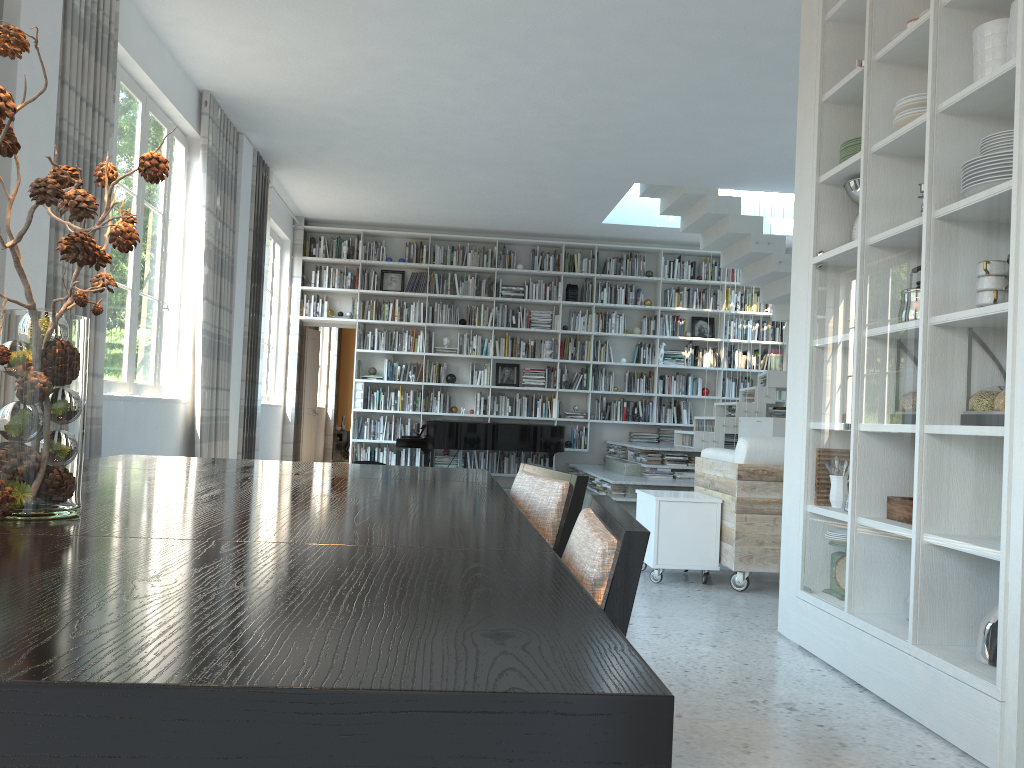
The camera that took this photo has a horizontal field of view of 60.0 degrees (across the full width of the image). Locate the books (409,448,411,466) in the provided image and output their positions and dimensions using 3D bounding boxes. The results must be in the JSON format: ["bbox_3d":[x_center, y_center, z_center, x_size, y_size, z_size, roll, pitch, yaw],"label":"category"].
[{"bbox_3d":[-1.274,0.917,11.116,0.012,0.303,0.165,3,-2,-4],"label":"books"}]

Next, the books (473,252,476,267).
[{"bbox_3d":[-0.474,-1.558,11.258,0.029,0.213,0.141,3,-2,-4],"label":"books"}]

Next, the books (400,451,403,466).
[{"bbox_3d":[-1.381,0.952,11.119,0.022,0.224,0.141,3,-2,-4],"label":"books"}]

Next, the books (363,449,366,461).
[{"bbox_3d":[-1.841,0.928,11.079,0.022,0.226,0.154,3,-2,-4],"label":"books"}]

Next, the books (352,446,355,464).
[{"bbox_3d":[-1.982,0.908,11.081,0.012,0.254,0.161,3,-2,-4],"label":"books"}]

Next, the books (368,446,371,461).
[{"bbox_3d":[-1.783,0.911,11.078,0.023,0.266,0.177,3,-2,-4],"label":"books"}]

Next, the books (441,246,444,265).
[{"bbox_3d":[-0.883,-1.598,11.211,0.023,0.251,0.170,3,-2,-4],"label":"books"}]

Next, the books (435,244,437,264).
[{"bbox_3d":[-0.961,-1.614,11.225,0.021,0.279,0.141,3,-2,-4],"label":"books"}]

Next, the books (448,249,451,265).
[{"bbox_3d":[-0.796,-1.584,11.242,0.025,0.234,0.129,3,-2,-4],"label":"books"}]

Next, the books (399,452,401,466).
[{"bbox_3d":[-1.405,0.957,11.129,0.024,0.214,0.137,3,-2,-4],"label":"books"}]

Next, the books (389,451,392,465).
[{"bbox_3d":[-1.521,0.948,11.098,0.021,0.218,0.190,3,-2,-4],"label":"books"}]

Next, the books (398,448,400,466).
[{"bbox_3d":[-1.422,0.908,11.130,0.013,0.310,0.130,3,-2,-4],"label":"books"}]

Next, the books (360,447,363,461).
[{"bbox_3d":[-1.875,0.917,11.085,0.024,0.246,0.143,3,-2,-4],"label":"books"}]

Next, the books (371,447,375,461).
[{"bbox_3d":[-1.741,0.921,11.100,0.022,0.252,0.139,3,-2,-4],"label":"books"}]

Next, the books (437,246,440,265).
[{"bbox_3d":[-0.933,-1.602,11.208,0.031,0.254,0.145,3,-2,-4],"label":"books"}]

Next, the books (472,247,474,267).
[{"bbox_3d":[-0.493,-1.587,11.249,0.014,0.269,0.156,3,-2,-4],"label":"books"}]

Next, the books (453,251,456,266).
[{"bbox_3d":[-0.728,-1.565,11.228,0.030,0.201,0.152,3,-2,-4],"label":"books"}]

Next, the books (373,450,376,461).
[{"bbox_3d":[-1.719,0.937,11.092,0.022,0.221,0.163,3,-2,-4],"label":"books"}]

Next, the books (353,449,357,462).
[{"bbox_3d":[-1.966,0.928,11.082,0.023,0.216,0.158,3,-2,-4],"label":"books"}]

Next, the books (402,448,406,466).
[{"bbox_3d":[-1.356,0.937,11.118,0.027,0.256,0.179,3,-2,-4],"label":"books"}]

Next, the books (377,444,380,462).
[{"bbox_3d":[-1.672,0.899,11.087,0.013,0.300,0.183,3,-2,-4],"label":"books"}]

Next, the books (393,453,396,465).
[{"bbox_3d":[-1.467,0.965,11.094,0.031,0.188,0.190,3,-2,-4],"label":"books"}]

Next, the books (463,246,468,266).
[{"bbox_3d":[-0.595,-1.595,11.226,0.052,0.273,0.172,3,-2,-4],"label":"books"}]

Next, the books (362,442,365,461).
[{"bbox_3d":[-1.856,0.882,11.084,0.011,0.318,0.157,3,-2,-4],"label":"books"}]

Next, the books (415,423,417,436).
[{"bbox_3d":[-1.206,0.605,11.151,0.026,0.235,0.140,3,-2,-4],"label":"books"}]

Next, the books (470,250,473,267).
[{"bbox_3d":[-0.514,-1.572,11.246,0.026,0.235,0.134,3,-2,-4],"label":"books"}]

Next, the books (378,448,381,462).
[{"bbox_3d":[-1.657,0.928,11.108,0.022,0.246,0.135,3,-2,-4],"label":"books"}]

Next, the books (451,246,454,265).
[{"bbox_3d":[-0.756,-1.599,11.236,0.028,0.268,0.151,3,-2,-4],"label":"books"}]

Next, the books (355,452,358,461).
[{"bbox_3d":[-1.938,0.941,11.057,0.029,0.190,0.176,3,-2,-4],"label":"books"}]

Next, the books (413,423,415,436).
[{"bbox_3d":[-1.227,0.607,11.113,0.023,0.228,0.190,3,-2,-4],"label":"books"}]

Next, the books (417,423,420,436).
[{"bbox_3d":[-1.177,0.609,11.144,0.030,0.230,0.151,3,-2,-4],"label":"books"}]

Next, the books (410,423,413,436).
[{"bbox_3d":[-1.258,0.607,11.153,0.030,0.227,0.140,3,-2,-4],"label":"books"}]

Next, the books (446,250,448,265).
[{"bbox_3d":[-0.824,-1.573,11.211,0.015,0.207,0.166,3,-2,-4],"label":"books"}]

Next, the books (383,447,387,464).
[{"bbox_3d":[-1.585,0.921,11.094,0.031,0.266,0.186,3,-2,-4],"label":"books"}]

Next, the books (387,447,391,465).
[{"bbox_3d":[-1.543,0.923,11.097,0.025,0.266,0.159,3,-2,-4],"label":"books"}]

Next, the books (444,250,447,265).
[{"bbox_3d":[-0.844,-1.575,11.196,0.029,0.208,0.178,3,-2,-4],"label":"books"}]

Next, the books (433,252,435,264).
[{"bbox_3d":[-0.985,-1.568,11.213,0.024,0.183,0.133,3,-2,-4],"label":"books"}]

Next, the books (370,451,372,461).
[{"bbox_3d":[-1.764,0.943,11.094,0.022,0.205,0.158,3,-2,-4],"label":"books"}]

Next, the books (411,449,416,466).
[{"bbox_3d":[-1.238,0.944,11.141,0.065,0.256,0.156,3,-2,-4],"label":"books"}]

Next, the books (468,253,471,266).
[{"bbox_3d":[-0.542,-1.550,11.235,0.031,0.190,0.181,3,-2,-4],"label":"books"}]

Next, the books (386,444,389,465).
[{"bbox_3d":[-1.563,0.903,11.114,0.014,0.304,0.139,3,-2,-4],"label":"books"}]

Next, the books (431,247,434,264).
[{"bbox_3d":[-1.009,-1.597,11.196,0.029,0.237,0.156,3,-2,-4],"label":"books"}]

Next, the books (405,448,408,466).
[{"bbox_3d":[-1.324,0.936,11.144,0.040,0.264,0.137,3,-2,-4],"label":"books"}]

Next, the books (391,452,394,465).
[{"bbox_3d":[-1.497,0.955,11.099,0.028,0.206,0.171,3,-2,-4],"label":"books"}]

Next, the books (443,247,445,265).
[{"bbox_3d":[-0.865,-1.596,11.208,0.012,0.250,0.174,3,-2,-4],"label":"books"}]

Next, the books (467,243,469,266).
[{"bbox_3d":[-0.563,-1.614,11.242,0.014,0.315,0.166,3,-2,-4],"label":"books"}]

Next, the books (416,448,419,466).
[{"bbox_3d":[-1.192,0.936,11.147,0.027,0.276,0.143,3,-2,-4],"label":"books"}]

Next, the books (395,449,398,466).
[{"bbox_3d":[-1.439,0.939,11.097,0.023,0.244,0.188,3,-2,-4],"label":"books"}]

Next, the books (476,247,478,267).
[{"bbox_3d":[-0.449,-1.584,11.234,0.014,0.266,0.192,3,-2,-4],"label":"books"}]

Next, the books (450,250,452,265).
[{"bbox_3d":[-0.777,-1.574,11.235,0.012,0.216,0.150,3,-2,-4],"label":"books"}]

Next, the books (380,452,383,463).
[{"bbox_3d":[-1.630,0.951,11.085,0.030,0.201,0.168,3,-2,-4],"label":"books"}]

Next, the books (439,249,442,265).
[{"bbox_3d":[-0.907,-1.583,11.205,0.023,0.220,0.181,3,-2,-4],"label":"books"}]

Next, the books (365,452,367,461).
[{"bbox_3d":[-1.821,0.950,11.087,0.022,0.186,0.145,3,-2,-4],"label":"books"}]

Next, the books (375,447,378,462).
[{"bbox_3d":[-1.694,0.921,11.099,0.027,0.256,0.160,3,-2,-4],"label":"books"}]

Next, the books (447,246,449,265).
[{"bbox_3d":[-0.811,-1.601,11.215,0.010,0.264,0.160,3,-2,-4],"label":"books"}]

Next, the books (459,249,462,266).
[{"bbox_3d":[-0.650,-1.578,11.238,0.029,0.235,0.130,3,-2,-4],"label":"books"}]

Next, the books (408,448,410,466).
[{"bbox_3d":[-1.291,0.920,11.117,0.021,0.295,0.188,3,-2,-4],"label":"books"}]

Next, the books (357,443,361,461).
[{"bbox_3d":[-1.908,0.892,11.076,0.044,0.293,0.181,3,-2,-4],"label":"books"}]

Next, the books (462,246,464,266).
[{"bbox_3d":[-0.627,-1.598,11.226,0.013,0.276,0.164,3,-2,-4],"label":"books"}]
